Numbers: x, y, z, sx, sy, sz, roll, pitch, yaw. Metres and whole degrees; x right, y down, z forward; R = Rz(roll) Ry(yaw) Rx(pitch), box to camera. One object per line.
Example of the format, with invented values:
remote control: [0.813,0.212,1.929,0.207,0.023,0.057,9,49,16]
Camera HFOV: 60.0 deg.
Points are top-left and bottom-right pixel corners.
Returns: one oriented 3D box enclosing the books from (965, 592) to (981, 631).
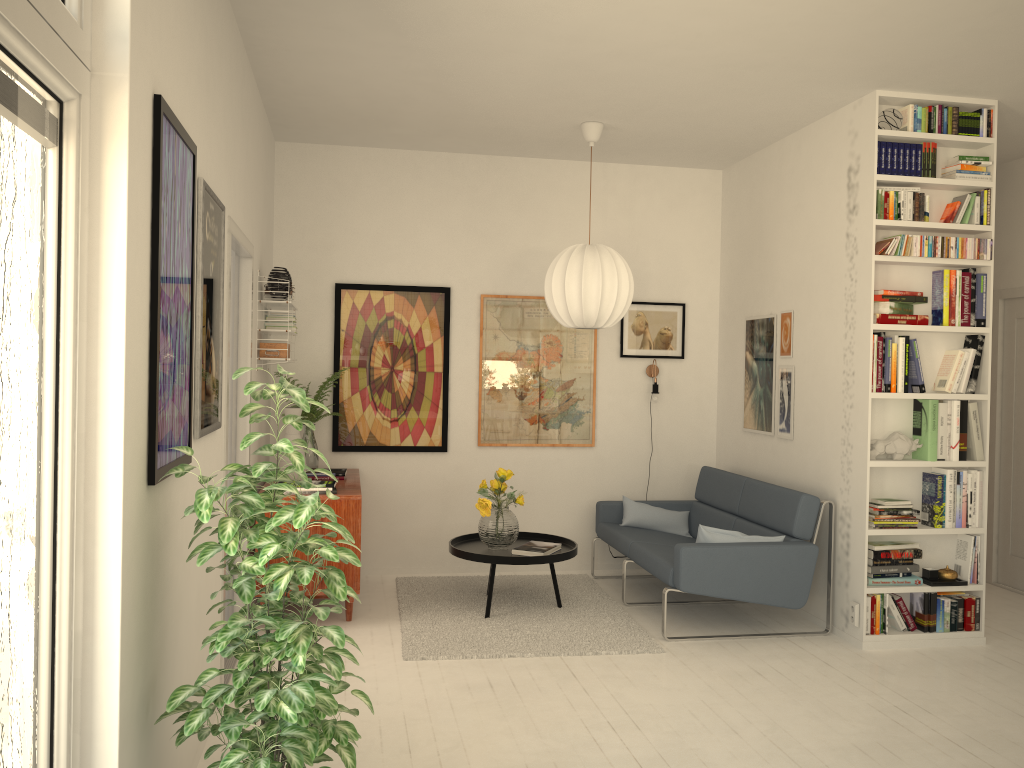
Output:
books: [2.469,1.229,4.852,0.032,0.176,0.230,1,1,-11]

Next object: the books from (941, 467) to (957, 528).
books: [2.329,0.608,4.820,0.027,0.311,0.229,1,1,-11]

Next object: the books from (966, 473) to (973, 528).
books: [2.417,0.619,4.813,0.022,0.291,0.208,1,1,-11]

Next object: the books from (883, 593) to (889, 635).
books: [1.944,1.202,4.728,0.010,0.215,0.193,1,1,-11]

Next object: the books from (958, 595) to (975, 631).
books: [2.429,1.227,4.826,0.056,0.180,0.202,1,1,-11]

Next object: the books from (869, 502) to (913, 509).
books: [1.999,0.644,4.743,0.212,0.017,0.165,1,1,-13]

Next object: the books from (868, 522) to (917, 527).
books: [1.993,0.740,4.722,0.246,0.014,0.173,1,1,-11]

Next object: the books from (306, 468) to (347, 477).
books: [-1.209,0.545,5.465,0.368,0.020,0.255,1,1,-8]

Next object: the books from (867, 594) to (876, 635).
books: [1.872,1.206,4.720,0.026,0.206,0.187,1,1,-11]

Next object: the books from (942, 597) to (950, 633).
books: [2.288,1.226,4.806,0.032,0.176,0.222,1,1,-11]

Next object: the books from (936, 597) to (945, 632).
books: [2.251,1.224,4.805,0.044,0.179,0.224,1,1,-11]

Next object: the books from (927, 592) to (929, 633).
books: [2.180,1.204,4.783,0.015,0.214,0.202,1,1,-11]

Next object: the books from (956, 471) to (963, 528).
books: [2.367,0.616,4.786,0.035,0.304,0.150,1,1,-11]

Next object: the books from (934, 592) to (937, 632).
books: [2.224,1.205,4.792,0.015,0.214,0.202,1,1,-11]

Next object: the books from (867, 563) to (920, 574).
books: [1.996,0.975,4.742,0.297,0.039,0.165,1,1,-15]

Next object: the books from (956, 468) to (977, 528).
books: [2.449,0.613,4.809,0.037,0.308,0.161,1,1,-11]

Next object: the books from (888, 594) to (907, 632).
books: [2.015,1.209,4.744,0.135,0.200,0.134,1,1,-10]

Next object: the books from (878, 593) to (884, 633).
books: [1.926,1.201,4.740,0.021,0.215,0.174,1,1,-11]

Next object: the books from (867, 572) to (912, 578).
books: [1.984,1.006,4.756,0.241,0.024,0.168,1,1,-15]

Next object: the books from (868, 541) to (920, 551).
books: [2.011,0.859,4.760,0.297,0.024,0.162,1,1,-19]

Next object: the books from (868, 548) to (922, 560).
books: [2.010,0.896,4.745,0.285,0.047,0.185,1,1,-10]

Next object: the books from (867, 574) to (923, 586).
books: [2.008,1.041,4.761,0.297,0.038,0.204,1,1,-5]

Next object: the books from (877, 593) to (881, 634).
books: [1.909,1.205,4.736,0.012,0.206,0.193,1,1,-11]

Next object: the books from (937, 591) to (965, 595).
books: [2.339,1.122,4.789,0.165,0.006,0.103,1,1,-10]

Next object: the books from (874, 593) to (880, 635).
books: [1.896,1.204,4.720,0.020,0.211,0.185,1,1,-11]

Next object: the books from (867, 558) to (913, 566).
books: [1.991,0.939,4.741,0.247,0.039,0.143,1,1,-13]

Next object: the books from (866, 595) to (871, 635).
books: [1.838,1.211,4.717,0.039,0.199,0.185,1,1,-11]

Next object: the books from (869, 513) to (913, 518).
books: [1.994,0.695,4.720,0.238,0.012,0.120,1,1,-15]

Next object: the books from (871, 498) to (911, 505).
books: [2.014,0.626,4.724,0.166,0.019,0.127,1,1,-17]

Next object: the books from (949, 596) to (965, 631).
books: [2.373,1.230,4.836,0.050,0.170,0.221,1,1,-11]

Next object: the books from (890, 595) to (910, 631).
books: [2.046,1.213,4.743,0.118,0.192,0.118,1,1,-10]

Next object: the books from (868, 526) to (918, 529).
books: [1.997,0.752,4.726,0.247,0.009,0.170,1,1,-7]

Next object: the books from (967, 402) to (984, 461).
books: [2.454,0.252,4.831,0.099,0.316,0.229,1,1,-11]

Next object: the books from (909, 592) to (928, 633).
books: [2.166,1.204,4.773,0.015,0.214,0.202,1,1,-11]

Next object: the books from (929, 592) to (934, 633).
books: [2.197,1.205,4.773,0.015,0.214,0.202,1,1,-11]

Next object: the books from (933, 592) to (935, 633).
books: [2.210,1.205,4.784,0.015,0.214,0.202,1,1,-11]

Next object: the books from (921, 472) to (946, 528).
books: [2.253,0.620,4.792,0.057,0.284,0.200,1,1,-11]

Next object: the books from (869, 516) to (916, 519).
books: [2.006,0.705,4.740,0.250,0.008,0.135,1,1,-14]

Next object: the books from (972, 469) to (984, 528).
books: [2.479,0.614,4.845,0.039,0.303,0.229,1,1,-11]

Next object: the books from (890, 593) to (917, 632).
books: [2.076,1.217,4.755,0.131,0.188,0.136,1,1,-10]

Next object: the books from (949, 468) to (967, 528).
books: [2.391,0.612,4.823,0.025,0.305,0.213,1,1,-11]

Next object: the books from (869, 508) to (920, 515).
books: [2.027,0.676,4.747,0.235,0.025,0.163,1,1,-4]

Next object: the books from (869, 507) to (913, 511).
books: [1.987,0.657,4.732,0.221,0.010,0.169,1,1,-7]

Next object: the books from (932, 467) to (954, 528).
books: [2.298,0.607,4.812,0.037,0.312,0.241,1,1,-11]

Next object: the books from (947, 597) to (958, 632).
books: [2.327,1.233,4.813,0.048,0.163,0.209,1,1,-11]

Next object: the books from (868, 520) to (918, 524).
books: [2.003,0.728,4.733,0.248,0.009,0.171,1,1,-7]

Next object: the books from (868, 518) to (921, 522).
books: [2.022,0.716,4.763,0.255,0.014,0.197,1,1,-1]
